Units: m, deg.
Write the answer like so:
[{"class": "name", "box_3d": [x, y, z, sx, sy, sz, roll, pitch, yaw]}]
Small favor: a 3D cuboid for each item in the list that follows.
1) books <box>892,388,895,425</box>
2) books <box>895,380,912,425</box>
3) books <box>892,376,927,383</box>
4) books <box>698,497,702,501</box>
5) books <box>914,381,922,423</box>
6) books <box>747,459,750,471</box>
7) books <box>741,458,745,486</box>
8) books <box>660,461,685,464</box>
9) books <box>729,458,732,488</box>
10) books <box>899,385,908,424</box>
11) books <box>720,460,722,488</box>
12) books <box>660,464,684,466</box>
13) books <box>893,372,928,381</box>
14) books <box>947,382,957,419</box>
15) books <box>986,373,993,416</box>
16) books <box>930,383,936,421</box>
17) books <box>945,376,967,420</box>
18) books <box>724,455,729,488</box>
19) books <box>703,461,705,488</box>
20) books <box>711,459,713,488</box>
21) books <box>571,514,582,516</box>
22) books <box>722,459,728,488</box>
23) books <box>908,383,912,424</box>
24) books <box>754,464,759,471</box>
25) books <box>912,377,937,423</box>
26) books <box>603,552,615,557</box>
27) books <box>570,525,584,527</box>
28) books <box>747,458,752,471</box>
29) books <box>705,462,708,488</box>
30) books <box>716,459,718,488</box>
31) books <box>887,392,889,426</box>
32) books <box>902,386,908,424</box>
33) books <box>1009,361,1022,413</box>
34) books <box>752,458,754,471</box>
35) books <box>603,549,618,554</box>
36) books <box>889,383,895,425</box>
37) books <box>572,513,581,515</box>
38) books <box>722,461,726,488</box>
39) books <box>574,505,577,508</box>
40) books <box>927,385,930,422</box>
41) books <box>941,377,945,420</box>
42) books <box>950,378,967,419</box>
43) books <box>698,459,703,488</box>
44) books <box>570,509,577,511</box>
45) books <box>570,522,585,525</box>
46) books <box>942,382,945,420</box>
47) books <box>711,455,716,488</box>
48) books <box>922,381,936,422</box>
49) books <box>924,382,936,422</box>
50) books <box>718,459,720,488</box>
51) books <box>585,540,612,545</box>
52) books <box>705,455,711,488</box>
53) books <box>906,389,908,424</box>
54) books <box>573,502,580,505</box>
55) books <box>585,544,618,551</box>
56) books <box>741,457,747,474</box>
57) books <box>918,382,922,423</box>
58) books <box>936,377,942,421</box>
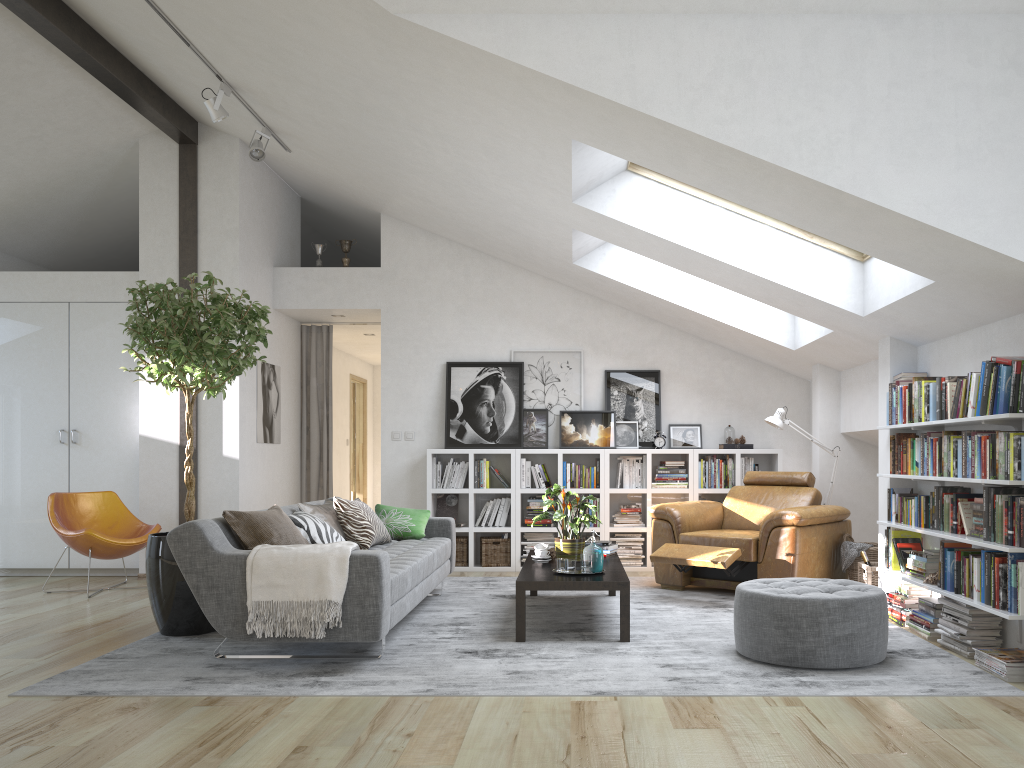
[{"class": "books", "box_3d": [2.347, 0.136, 5.296, 0.146, 0.228, 0.023, 0, 0, 0]}, {"class": "books", "box_3d": [2.349, 0.113, 5.237, 0.161, 0.265, 0.048, 0, 0, 0]}, {"class": "books", "box_3d": [2.390, -0.020, 5.338, 0.150, 0.037, 0.183, 0, -5, 6]}, {"class": "books", "box_3d": [1.623, 1.114, 7.716, 0.039, 0.248, 0.177, 0, -2, 4]}, {"class": "books", "box_3d": [2.329, 0.103, 4.944, 0.164, 0.236, 0.055, 0, 0, 0]}, {"class": "books", "box_3d": [2.050, 0.783, 7.751, 0.019, 0.250, 0.160, 0, -1, 4]}, {"class": "books", "box_3d": [1.988, 0.771, 7.708, 0.048, 0.265, 0.161, 0, -1, 4]}, {"class": "books", "box_3d": [1.400, 0.686, 7.747, 0.171, 0.025, 0.245, 0, -5, -2]}, {"class": "books", "box_3d": [1.888, 0.777, 7.733, 0.025, 0.259, 0.181, 0, -2, 4]}, {"class": "books", "box_3d": [2.339, 0.125, 5.167, 0.167, 0.231, 0.031, 0, 0, 0]}, {"class": "books", "box_3d": [1.805, 0.784, 7.730, 0.024, 0.246, 0.172, 0, -2, 4]}, {"class": "books", "box_3d": [1.398, 0.706, 7.739, 0.174, 0.018, 0.240, 0, -5, -2]}, {"class": "books", "box_3d": [2.393, -0.044, 5.338, 0.150, 0.037, 0.183, 0, -5, 6]}, {"class": "books", "box_3d": [2.312, 0.094, 4.556, 0.148, 0.203, 0.032, 0, 0, 0]}, {"class": "books", "box_3d": [2.287, 0.051, 4.114, 0.146, 0.202, 0.076, 0, -1, 1]}, {"class": "books", "box_3d": [2.322, 0.101, 4.758, 0.153, 0.211, 0.034, 0, 0, 0]}, {"class": "books", "box_3d": [2.321, 0.076, 4.589, 0.147, 0.230, 0.036, 0, 0, 0]}, {"class": "books", "box_3d": [1.868, 0.762, 7.734, 0.015, 0.290, 0.177, 0, -1, 4]}, {"class": "books", "box_3d": [1.660, 0.787, 7.738, 0.019, 0.240, 0.175, 0, -2, 4]}, {"class": "books", "box_3d": [1.727, 0.781, 7.725, 0.011, 0.250, 0.160, 0, -1, 4]}, {"class": "books", "box_3d": [0.555, 1.140, 7.742, 0.106, 0.010, 0.165, 0, -5, -6]}, {"class": "books", "box_3d": [1.853, 0.780, 7.725, 0.014, 0.253, 0.184, 0, -2, 4]}, {"class": "books", "box_3d": [2.328, 0.112, 5.020, 0.167, 0.231, 0.031, 0, 0, 0]}, {"class": "books", "box_3d": [2.106, 0.798, 7.694, 0.038, 0.212, 0.129, 0, -1, 4]}, {"class": "books", "box_3d": [2.334, 0.093, 4.988, 0.161, 0.265, 0.033, 0, 0, 0]}, {"class": "books", "box_3d": [0.527, 1.135, 5.962, 0.285, 0.017, 0.217, -2, -5, 21]}, {"class": "books", "box_3d": [0.542, 1.229, 7.720, 0.136, 0.017, 0.183, 1, -5, -12]}, {"class": "books", "box_3d": [2.067, 0.774, 7.738, 0.015, 0.264, 0.168, 0, -1, 4]}, {"class": "books", "box_3d": [1.687, 0.792, 7.739, 0.016, 0.231, 0.169, 0, -2, 4]}, {"class": "books", "box_3d": [1.772, 0.780, 7.731, 0.014, 0.253, 0.184, 0, -2, 4]}, {"class": "books", "box_3d": [2.367, 0.154, 5.401, 0.154, 0.211, 0.065, 0, 0, 0]}, {"class": "books", "box_3d": [2.339, 0.124, 5.126, 0.156, 0.224, 0.052, 0, 0, 0]}, {"class": "books", "box_3d": [2.270, 0.017, 3.882, 0.166, 0.232, 0.071, 0, 0, 1]}, {"class": "books", "box_3d": [2.080, 0.775, 7.728, 0.015, 0.264, 0.168, 0, -1, 4]}, {"class": "books", "box_3d": [0.541, 1.116, 5.964, 0.296, 0.019, 0.204, -2, -5, 21]}, {"class": "books", "box_3d": [2.363, 0.125, 5.338, 0.180, 0.259, 0.060, 0, 0, 0]}, {"class": "books", "box_3d": [0.540, 1.128, 7.738, 0.109, 0.014, 0.174, -1, -5, 9]}, {"class": "books", "box_3d": [1.838, 0.787, 7.736, 0.019, 0.240, 0.175, 0, -2, 4]}, {"class": "books", "box_3d": [0.538, 1.064, 7.752, 0.137, 0.027, 0.095, 0, -4, 1]}, {"class": "books", "box_3d": [2.314, 0.107, 4.787, 0.147, 0.203, 0.024, 0, 0, 0]}, {"class": "books", "box_3d": [2.328, 0.081, 4.650, 0.147, 0.230, 0.029, 0, 0, 0]}, {"class": "books", "box_3d": [2.313, 0.077, 4.476, 0.154, 0.209, 0.128, 0, -1, 2]}, {"class": "books", "box_3d": [1.643, 0.781, 7.739, 0.014, 0.253, 0.184, 0, -2, 4]}, {"class": "books", "box_3d": [0.542, 1.097, 7.745, 0.103, 0.010, 0.171, -2, -5, 19]}, {"class": "books", "box_3d": [0.540, 1.207, 7.727, 0.147, 0.029, 0.197, 1, -5, -12]}, {"class": "books", "box_3d": [2.318, 0.091, 4.621, 0.148, 0.205, 0.029, 0, 0, 0]}, {"class": "books", "box_3d": [1.755, 0.762, 7.732, 0.022, 0.290, 0.177, 0, -1, 4]}, {"class": "books", "box_3d": [2.328, 0.099, 4.855, 0.167, 0.231, 0.031, 0, 0, 0]}, {"class": "books", "box_3d": [2.326, 0.102, 4.819, 0.159, 0.219, 0.041, 0, 0, 0]}, {"class": "books", "box_3d": [1.786, 0.780, 7.727, 0.014, 0.253, 0.184, 0, -2, 4]}, {"class": "books", "box_3d": [0.541, 1.071, 5.984, 0.243, 0.019, 0.167, -1, -5, 11]}, {"class": "books", "box_3d": [1.709, 0.765, 7.740, 0.027, 0.284, 0.199, 0, -2, 4]}, {"class": "books", "box_3d": [2.335, 0.132, 5.087, 0.147, 0.203, 0.025, 0, 0, 0]}, {"class": "books", "box_3d": [0.542, 1.041, 7.752, 0.122, 0.021, 0.089, 0, -4, 1]}, {"class": "books", "box_3d": [0.550, 1.096, 5.983, 0.279, 0.030, 0.186, -2, -5, 27]}, {"class": "books", "box_3d": [2.029, 0.771, 7.753, 0.026, 0.270, 0.165, 0, -1, 4]}, {"class": "books", "box_3d": [2.323, 0.104, 4.906, 0.146, 0.228, 0.023, 0, 0, 0]}, {"class": "books", "box_3d": [2.327, 0.082, 4.682, 0.168, 0.233, 0.038, 0, 0, 0]}]
